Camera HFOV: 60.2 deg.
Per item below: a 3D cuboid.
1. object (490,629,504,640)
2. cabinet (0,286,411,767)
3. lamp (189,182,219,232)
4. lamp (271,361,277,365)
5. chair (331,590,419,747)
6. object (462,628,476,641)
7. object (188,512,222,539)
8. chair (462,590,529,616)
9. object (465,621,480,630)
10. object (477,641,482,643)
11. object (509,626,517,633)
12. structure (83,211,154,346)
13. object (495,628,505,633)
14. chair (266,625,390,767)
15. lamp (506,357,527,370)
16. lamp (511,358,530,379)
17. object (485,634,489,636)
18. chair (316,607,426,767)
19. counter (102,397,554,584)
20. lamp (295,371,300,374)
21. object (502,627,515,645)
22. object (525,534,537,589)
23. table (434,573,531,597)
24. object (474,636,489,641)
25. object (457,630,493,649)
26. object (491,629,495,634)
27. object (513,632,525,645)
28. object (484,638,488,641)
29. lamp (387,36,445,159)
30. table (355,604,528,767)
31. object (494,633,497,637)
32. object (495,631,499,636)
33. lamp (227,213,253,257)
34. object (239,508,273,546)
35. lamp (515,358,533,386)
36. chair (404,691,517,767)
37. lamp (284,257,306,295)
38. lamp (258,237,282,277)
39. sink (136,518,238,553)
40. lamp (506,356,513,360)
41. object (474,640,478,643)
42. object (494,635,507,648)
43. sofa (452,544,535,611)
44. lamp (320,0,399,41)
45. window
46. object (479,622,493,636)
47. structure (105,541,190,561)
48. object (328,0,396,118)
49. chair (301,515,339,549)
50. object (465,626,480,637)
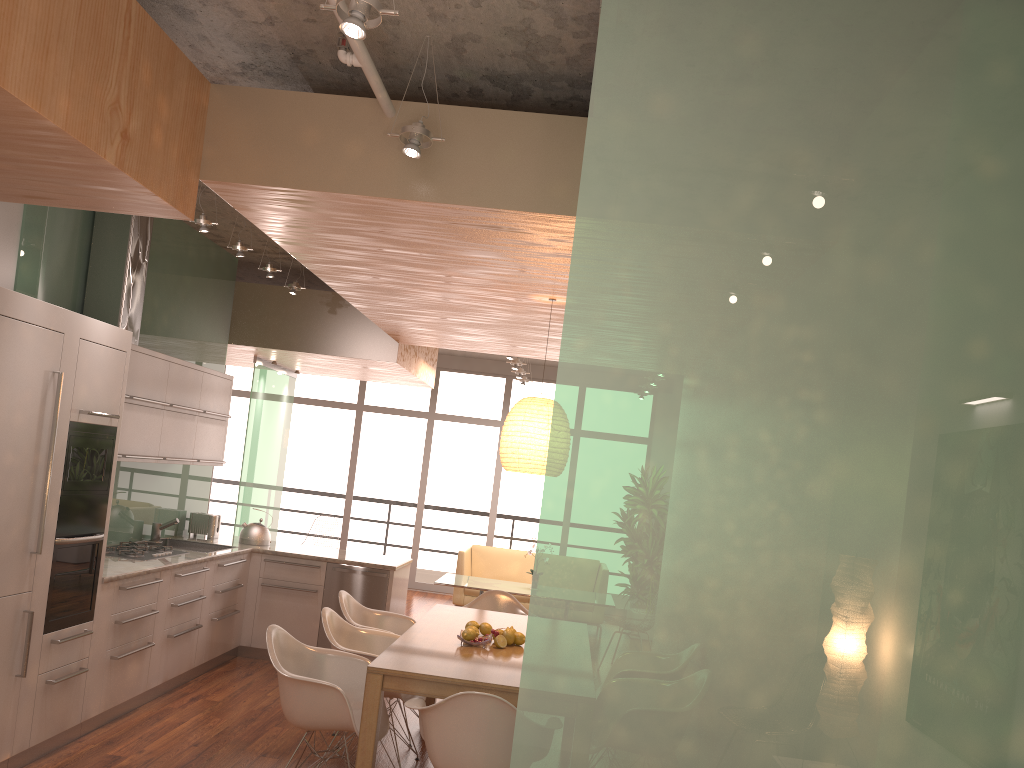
[{"bbox_3d":[-0.068,1.398,4.893,0.084,0.074,0.078,9,-4,-32],"label":"object"},{"bbox_3d":[-1.959,0.973,5.838,1.913,2.268,4.265,7,-5,4],"label":"cabinet"},{"bbox_3d":[-1.780,-1.121,5.160,0.153,0.470,0.103,7,-1,-28],"label":"lamp"},{"bbox_3d":[-2.414,-0.432,9.075,0.103,0.470,0.153,7,-1,-23],"label":"lamp"},{"bbox_3d":[-0.852,1.810,5.730,0.643,0.859,0.686,7,-3,-1],"label":"chair"},{"bbox_3d":[-0.229,1.341,4.717,0.083,0.071,0.080,8,-4,-19],"label":"object"},{"bbox_3d":[-2.635,1.217,7.586,0.237,0.202,0.154,7,-2,4],"label":"object"},{"bbox_3d":[-0.114,1.972,6.422,0.684,0.859,0.644,7,-2,-11],"label":"chair"},{"bbox_3d":[-0.228,1.394,5.055,0.078,0.077,0.080,7,-3,-10],"label":"object"},{"bbox_3d":[-0.171,1.379,4.694,0.025,0.026,0.026,5,-4,34],"label":"object"},{"bbox_3d":[-0.005,1.401,4.927,0.072,0.100,0.074,5,-3,39],"label":"object"},{"bbox_3d":[-2.538,-0.824,5.716,0.255,1.131,0.263,7,-1,4],"label":"structure"},{"bbox_3d":[-0.063,1.360,4.875,0.070,0.022,0.064,11,-7,-35],"label":"object"},{"bbox_3d":[-0.926,1.647,4.332,0.643,0.847,0.686,7,-3,-1],"label":"chair"},{"bbox_3d":[0.069,-0.398,9.797,0.199,0.482,0.133,8,-1,-28],"label":"lamp"},{"bbox_3d":[0.123,-0.305,10.615,0.199,0.482,0.133,8,-1,-28],"label":"lamp"},{"bbox_3d":[-0.138,1.418,4.962,0.026,0.026,0.024,7,-3,4],"label":"object"},{"bbox_3d":[-0.808,1.740,5.017,0.643,0.859,0.686,7,-3,-1],"label":"chair"},{"bbox_3d":[-1.227,0.721,6.389,3.215,1.344,3.082,7,-5,4],"label":"counter"},{"bbox_3d":[-2.364,-0.346,9.835,0.103,0.470,0.153,7,-1,-23],"label":"lamp"},{"bbox_3d":[-0.020,1.382,4.836,0.074,0.094,0.075,6,-3,12],"label":"object"},{"bbox_3d":[0.272,1.907,9.436,0.298,0.588,0.371,7,-2,-1],"label":"object"},{"bbox_3d":[0.121,2.473,9.466,1.870,0.558,0.944,7,-5,4],"label":"table"},{"bbox_3d":[-0.164,1.377,4.749,0.093,0.043,0.076,11,-6,-40],"label":"object"},{"bbox_3d":[-0.200,1.368,4.721,0.174,0.060,0.175,7,-5,4],"label":"object"},{"bbox_3d":[-0.104,1.364,4.858,0.026,0.026,0.024,5,-4,36],"label":"object"},{"bbox_3d":[0.035,1.407,4.878,0.081,0.072,0.083,7,-4,-6],"label":"object"},{"bbox_3d":[-0.138,1.370,4.717,0.026,0.026,0.023,6,-3,17],"label":"object"},{"bbox_3d":[-0.352,-1.122,3.425,0.199,0.482,0.133,8,-1,-28],"label":"lamp"},{"bbox_3d":[-0.120,1.839,4.940,1.025,0.807,2.083,7,-5,4],"label":"table"},{"bbox_3d":[-0.087,1.377,4.840,0.024,0.026,0.026,8,-3,-15],"label":"object"},{"bbox_3d":[-0.083,1.363,4.827,0.024,0.026,0.026,8,-3,-15],"label":"object"},{"bbox_3d":[-1.742,-1.057,5.727,0.153,0.470,0.103,7,-1,-28],"label":"lamp"},{"bbox_3d":[-2.185,1.217,7.545,0.262,0.304,0.263,6,-3,21],"label":"object"},{"bbox_3d":[0.178,-0.212,11.433,0.199,0.482,0.133,8,-1,-28],"label":"lamp"},{"bbox_3d":[-0.157,1.694,3.840,0.684,0.859,0.645,7,-2,-1],"label":"chair"},{"bbox_3d":[-1.668,-0.928,6.861,0.153,0.470,0.103,7,-1,-28],"label":"lamp"},{"bbox_3d":[-1.705,-0.992,6.294,0.153,0.470,0.103,7,-1,-28],"label":"lamp"},{"bbox_3d":[-2.536,1.244,6.863,0.616,0.382,0.646,7,-5,4],"label":"sink"},{"bbox_3d":[0.015,-0.491,8.980,0.199,0.482,0.133,8,-1,-28],"label":"lamp"},{"bbox_3d":[-0.189,1.378,4.710,0.026,0.025,0.026,5,-4,29],"label":"object"},{"bbox_3d":[-0.064,1.382,4.740,0.063,0.068,0.074,4,-4,42],"label":"object"},{"bbox_3d":[0.233,2.482,10.743,1.801,0.836,0.882,7,-3,4],"label":"sofa"},{"bbox_3d":[-0.413,-1.227,2.506,0.199,0.482,0.133,8,-1,-28],"label":"lamp"},{"bbox_3d":[-2.226,1.102,12.370,8.557,3.277,0.062,7,0,4],"label":"window"},{"bbox_3d":[-0.147,1.400,5.034,0.078,0.077,0.080,8,-4,-21],"label":"object"},{"bbox_3d":[-2.608,1.149,6.127,0.489,0.038,0.680,6,-6,4],"label":"structure"},{"bbox_3d":[-0.682,-1.396,1.357,0.135,0.111,4.504,7,-6,5],"label":"object"},{"bbox_3d":[-2.614,2.229,11.912,0.543,0.899,0.562,7,-2,4],"label":"chair"},{"bbox_3d":[-0.222,1.378,4.900,0.081,0.072,0.083,7,-4,-6],"label":"object"}]
